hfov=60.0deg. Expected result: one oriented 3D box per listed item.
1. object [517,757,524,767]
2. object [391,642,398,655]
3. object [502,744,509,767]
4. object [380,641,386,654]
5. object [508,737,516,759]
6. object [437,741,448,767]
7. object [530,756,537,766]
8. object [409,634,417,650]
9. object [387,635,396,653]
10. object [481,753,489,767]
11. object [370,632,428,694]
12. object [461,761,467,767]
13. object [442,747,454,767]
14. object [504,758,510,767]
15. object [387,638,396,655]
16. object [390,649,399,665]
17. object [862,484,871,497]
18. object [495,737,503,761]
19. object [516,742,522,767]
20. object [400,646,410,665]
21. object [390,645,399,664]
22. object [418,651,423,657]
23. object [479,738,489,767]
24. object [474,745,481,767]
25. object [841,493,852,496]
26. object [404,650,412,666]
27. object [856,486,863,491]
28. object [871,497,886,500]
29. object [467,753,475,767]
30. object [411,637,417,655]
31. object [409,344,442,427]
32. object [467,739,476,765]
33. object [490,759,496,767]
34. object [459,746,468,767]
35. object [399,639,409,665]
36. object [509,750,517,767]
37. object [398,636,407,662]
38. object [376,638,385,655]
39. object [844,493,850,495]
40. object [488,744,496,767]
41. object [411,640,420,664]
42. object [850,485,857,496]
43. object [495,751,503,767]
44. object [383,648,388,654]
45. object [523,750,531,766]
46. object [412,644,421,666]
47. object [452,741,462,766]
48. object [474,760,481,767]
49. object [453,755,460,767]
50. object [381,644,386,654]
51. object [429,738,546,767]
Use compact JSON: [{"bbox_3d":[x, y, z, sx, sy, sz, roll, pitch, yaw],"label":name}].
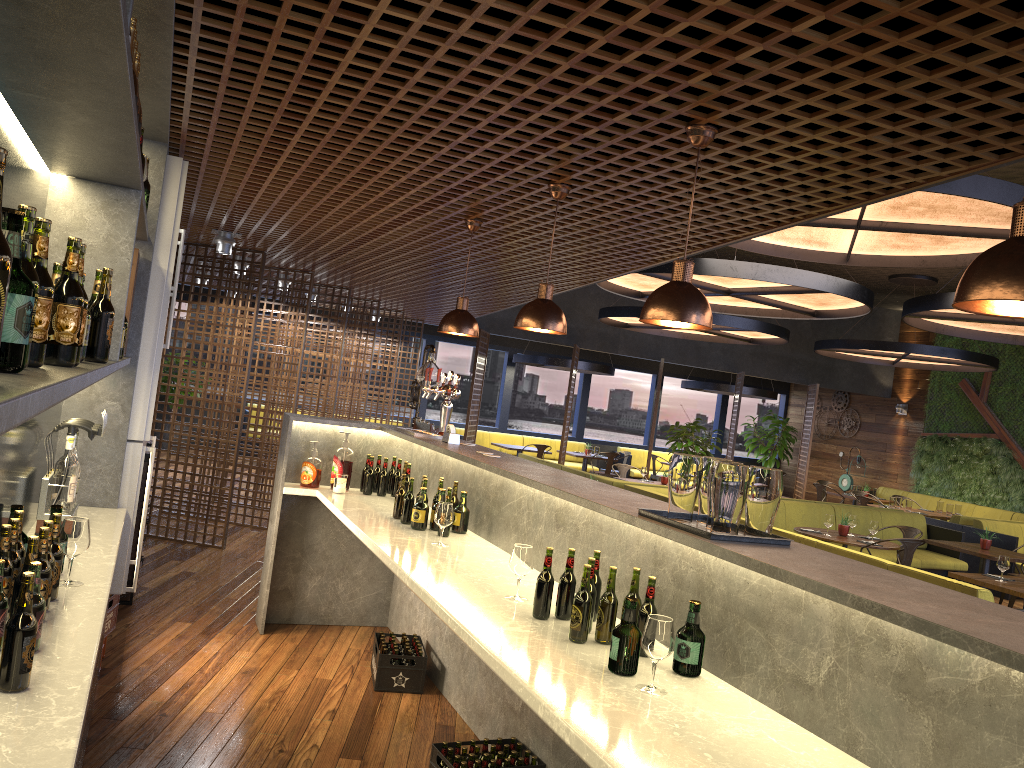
[{"bbox_3d":[0.025,1.661,3.695,0.056,0.205,0.056,8,-1,16],"label":"object"},{"bbox_3d":[-0.680,1.583,5.080,0.056,0.205,0.057,7,-1,30],"label":"object"},{"bbox_3d":[-0.036,1.654,3.814,0.056,0.205,0.056,7,-1,36],"label":"object"},{"bbox_3d":[-0.746,1.574,5.067,0.056,0.205,0.056,8,-1,16],"label":"object"},{"bbox_3d":[-0.006,1.660,3.907,0.057,0.205,0.056,7,-1,35],"label":"object"},{"bbox_3d":[-0.296,1.619,3.757,0.056,0.205,0.057,8,-1,-30],"label":"object"},{"bbox_3d":[0.081,1.669,3.729,0.056,0.205,0.056,8,-1,-24],"label":"object"},{"bbox_3d":[-0.593,1.598,5.301,0.057,0.205,0.056,8,-1,-15],"label":"object"},{"bbox_3d":[-0.707,1.581,5.210,0.057,0.205,0.056,8,-1,0],"label":"object"},{"bbox_3d":[-0.120,1.642,3.691,0.056,0.205,0.057,7,-1,25],"label":"object"},{"bbox_3d":[-0.657,1.606,5.123,0.277,0.206,0.416,8,-1,-12],"label":"object"},{"bbox_3d":[-0.207,1.628,3.579,0.056,0.205,0.056,7,-1,36],"label":"object"},{"bbox_3d":[-0.269,1.621,3.697,0.056,0.205,0.056,8,-1,-24],"label":"object"},{"bbox_3d":[-0.032,1.653,3.668,0.056,0.205,0.056,8,-1,1],"label":"object"},{"bbox_3d":[-0.701,1.581,5.147,0.057,0.205,0.056,7,-1,40],"label":"object"},{"bbox_3d":[-0.658,1.584,4.952,0.057,0.205,0.056,8,-1,-10],"label":"object"},{"bbox_3d":[6.259,1.870,15.674,0.238,0.271,0.260,8,-1,0],"label":"object"},{"bbox_3d":[-0.066,1.651,3.879,0.057,0.205,0.056,8,-1,10],"label":"object"},{"bbox_3d":[0.020,1.662,3.850,0.056,0.205,0.056,8,-1,-29],"label":"object"},{"bbox_3d":[-0.605,1.592,5.033,0.056,0.205,0.056,8,-1,-39],"label":"object"},{"bbox_3d":[-0.669,1.584,5.017,0.057,0.205,0.056,8,-1,-40],"label":"object"},{"bbox_3d":[-0.524,1.603,4.980,0.057,0.205,0.056,8,-1,-40],"label":"object"},{"bbox_3d":[-0.124,1.643,3.851,0.057,0.205,0.056,8,-1,-15],"label":"object"},{"bbox_3d":[-0.159,1.637,3.763,0.056,0.205,0.056,8,-1,11],"label":"object"},{"bbox_3d":[5.911,1.949,15.610,0.157,0.019,0.255,8,-1,-22],"label":"object"},{"bbox_3d":[-0.585,1.594,4.969,0.056,0.205,0.056,8,-1,-14],"label":"object"},{"bbox_3d":[6.207,1.912,15.865,0.102,0.178,0.102,8,-1,14],"label":"object"},{"bbox_3d":[6.545,2.037,15.784,0.157,0.019,0.255,8,-1,-22],"label":"object"},{"bbox_3d":[-0.179,1.634,3.669,0.056,0.205,0.057,8,-1,-15],"label":"object"},{"bbox_3d":[-0.583,1.598,5.239,0.057,0.205,0.056,7,-1,40],"label":"object"},{"bbox_3d":[-0.770,0.136,7.441,0.263,0.944,0.566,8,-1,-29],"label":"object"},{"bbox_3d":[-0.179,1.635,3.819,0.057,0.205,0.056,7,-1,35],"label":"object"},{"bbox_3d":[-0.090,1.645,3.636,0.056,0.205,0.056,7,-1,26],"label":"object"},{"bbox_3d":[-0.211,1.630,3.729,0.056,0.205,0.056,8,-1,-44],"label":"object"},{"bbox_3d":[-0.623,1.592,5.166,0.056,0.205,0.056,7,-1,26],"label":"object"},{"bbox_3d":[-0.004,1.658,3.756,0.057,0.205,0.056,7,-1,35],"label":"object"},{"bbox_3d":[-0.642,1.590,5.226,0.056,0.205,0.056,8,-1,-29],"label":"object"},{"bbox_3d":[-0.762,1.572,5.132,0.056,0.205,0.056,7,-1,41],"label":"object"},{"bbox_3d":[6.091,1.978,15.992,0.255,0.019,0.157,8,-1,-22],"label":"object"},{"bbox_3d":[-0.092,1.646,3.790,0.056,0.205,0.056,8,-1,1],"label":"object"},{"bbox_3d":[-0.564,1.600,5.171,0.057,0.205,0.056,8,-1,-40],"label":"object"},{"bbox_3d":[6.048,1.889,15.717,0.102,0.178,0.102,8,-1,-36],"label":"object"},{"bbox_3d":[-0.061,1.650,3.729,0.057,0.205,0.056,8,-1,15],"label":"object"},{"bbox_3d":[-0.717,1.576,4.941,0.056,0.205,0.056,8,-1,-9],"label":"object"},{"bbox_3d":[0.055,1.667,3.783,0.056,0.205,0.057,8,-1,-25],"label":"object"},{"bbox_3d":[-0.547,1.601,5.109,0.056,0.205,0.057,8,-1,0],"label":"object"},{"bbox_3d":[-0.239,1.627,3.783,0.056,0.205,0.057,7,-1,25],"label":"object"},{"bbox_3d":[-0.152,1.636,3.612,0.056,0.205,0.056,8,-1,-39],"label":"object"},{"bbox_3d":[-0.236,1.625,3.633,0.056,0.205,0.057,8,-1,10],"label":"object"},{"bbox_3d":[-0.735,1.574,5.005,0.056,0.205,0.056,7,-1,31],"label":"object"},{"bbox_3d":[-0.112,1.663,3.742,0.416,0.206,0.277,8,-1,-27],"label":"object"}]
